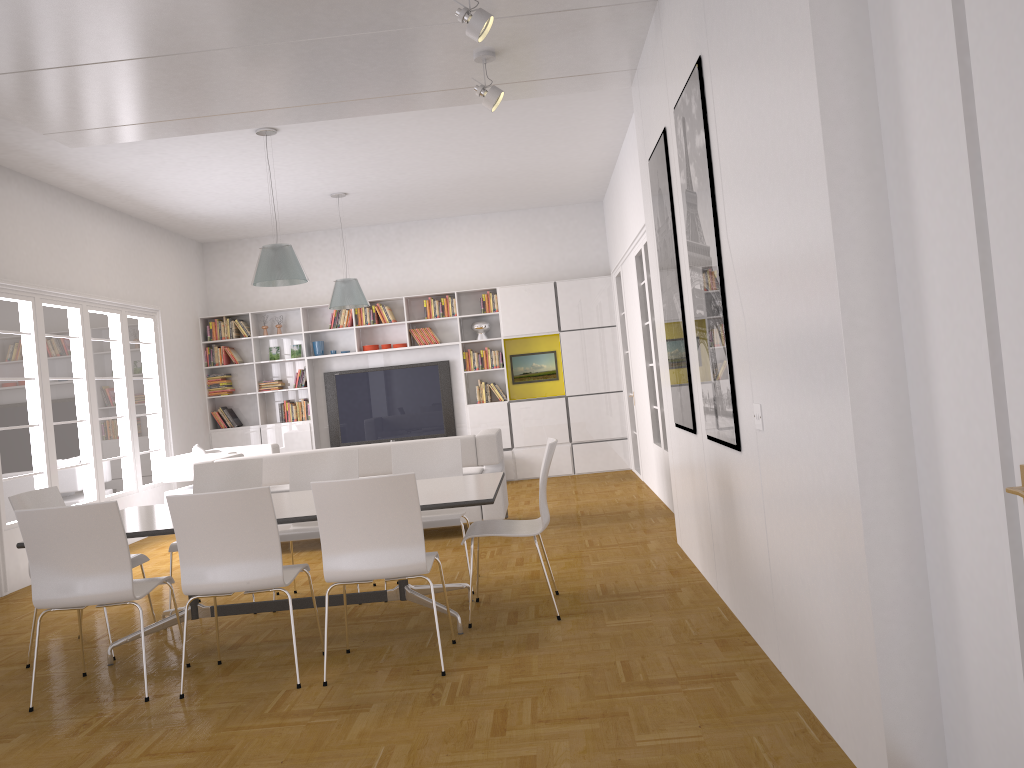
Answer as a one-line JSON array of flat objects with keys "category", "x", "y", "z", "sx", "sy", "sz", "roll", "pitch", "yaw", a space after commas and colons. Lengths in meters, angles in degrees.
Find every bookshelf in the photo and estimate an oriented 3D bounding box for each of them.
[{"category": "bookshelf", "x": -1.255, "y": 0.110, "z": 11.532, "sx": 5.364, "sy": 2.480, "sz": 0.389, "roll": -6, "pitch": -1, "yaw": 2}]

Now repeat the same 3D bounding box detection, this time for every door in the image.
[{"category": "door", "x": 1.062, "y": -0.039, "z": 1.537, "sx": 0.132, "sy": 2.454, "sz": 0.871, "roll": -6, "pitch": -1, "yaw": 2}, {"category": "door", "x": 1.397, "y": -0.131, "z": 10.523, "sx": 0.139, "sy": 2.455, "sz": 1.009, "roll": -6, "pitch": -1, "yaw": 2}]

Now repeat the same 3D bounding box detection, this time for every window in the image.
[{"category": "window", "x": -4.090, "y": 0.384, "z": 8.578, "sx": 0.195, "sy": 2.528, "sz": 3.350, "roll": -6, "pitch": 0, "yaw": 2}]

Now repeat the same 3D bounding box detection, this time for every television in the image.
[{"category": "television", "x": -1.591, "y": 0.312, "z": 11.606, "sx": 1.660, "sy": 1.088, "sz": 0.082, "roll": -6, "pitch": -1, "yaw": 2}]

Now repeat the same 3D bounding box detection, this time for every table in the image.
[{"category": "table", "x": -1.232, "y": 1.034, "z": 5.003, "sx": 2.410, "sy": 0.722, "sz": 1.211, "roll": -6, "pitch": 0, "yaw": 2}]

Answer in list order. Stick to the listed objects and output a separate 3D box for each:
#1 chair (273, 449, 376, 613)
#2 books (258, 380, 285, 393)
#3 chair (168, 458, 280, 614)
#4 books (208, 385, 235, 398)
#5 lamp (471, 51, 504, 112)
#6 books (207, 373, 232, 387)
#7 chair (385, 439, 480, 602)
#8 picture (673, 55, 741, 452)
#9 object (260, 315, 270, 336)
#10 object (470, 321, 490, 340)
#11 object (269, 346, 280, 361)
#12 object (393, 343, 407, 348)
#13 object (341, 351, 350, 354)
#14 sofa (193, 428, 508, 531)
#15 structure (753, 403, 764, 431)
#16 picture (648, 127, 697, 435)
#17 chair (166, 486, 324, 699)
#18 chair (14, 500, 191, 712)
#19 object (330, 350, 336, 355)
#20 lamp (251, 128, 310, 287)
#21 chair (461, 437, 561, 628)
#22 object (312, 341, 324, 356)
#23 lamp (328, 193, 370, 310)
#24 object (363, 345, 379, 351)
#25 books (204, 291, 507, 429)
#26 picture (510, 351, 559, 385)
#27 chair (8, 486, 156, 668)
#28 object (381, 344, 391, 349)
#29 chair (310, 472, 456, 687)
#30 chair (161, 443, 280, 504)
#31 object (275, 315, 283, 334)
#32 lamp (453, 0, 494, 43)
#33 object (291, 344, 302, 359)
[{"category": "chair", "x": -1.244, "y": 0.929, "z": 5.785, "sx": 0.561, "sy": 0.931, "sz": 0.575, "roll": -6, "pitch": 0, "yaw": 2}, {"category": "books", "x": -3.132, "y": 0.032, "z": 11.578, "sx": 0.284, "sy": 0.153, "sz": 0.207, "roll": -6, "pitch": 0, "yaw": 2}, {"category": "chair", "x": -1.901, "y": 0.994, "z": 5.807, "sx": 0.561, "sy": 0.931, "sz": 0.575, "roll": -6, "pitch": 0, "yaw": 2}, {"category": "books", "x": -3.798, "y": 0.097, "z": 11.600, "sx": 0.284, "sy": 0.153, "sz": 0.207, "roll": -6, "pitch": 0, "yaw": 2}, {"category": "lamp", "x": -0.134, "y": -1.875, "z": 5.520, "sx": 0.173, "sy": 0.364, "sz": 0.167, "roll": -6, "pitch": -1, "yaw": 45}, {"category": "books", "x": -3.828, "y": -0.050, "z": 11.603, "sx": 0.252, "sy": 0.153, "sz": 0.207, "roll": -6, "pitch": 0, "yaw": 2}, {"category": "chair", "x": -0.547, "y": 0.861, "z": 5.761, "sx": 0.561, "sy": 0.931, "sz": 0.575, "roll": -6, "pitch": 0, "yaw": 2}, {"category": "picture", "x": 0.937, "y": -0.588, "z": 4.345, "sx": 0.016, "sy": 1.781, "sz": 0.786, "roll": -6, "pitch": -1, "yaw": 2}, {"category": "object", "x": -3.206, "y": -0.763, "z": 11.606, "sx": 0.120, "sy": 0.279, "sz": 0.179, "roll": -6, "pitch": 0, "yaw": 8}, {"category": "object", "x": -0.404, "y": -0.683, "z": 11.479, "sx": 0.256, "sy": 0.239, "sz": 0.257, "roll": -6, "pitch": 0, "yaw": 10}, {"category": "object", "x": -3.129, "y": -0.397, "z": 11.683, "sx": 0.144, "sy": 0.190, "sz": 0.051, "roll": -6, "pitch": -1, "yaw": 2}, {"category": "object", "x": -1.452, "y": -0.492, "z": 11.499, "sx": 0.182, "sy": 0.054, "sz": 0.183, "roll": -6, "pitch": 0, "yaw": -2}, {"category": "object", "x": -2.164, "y": -0.410, "z": 11.530, "sx": 0.124, "sy": 0.032, "sz": 0.123, "roll": -6, "pitch": 0, "yaw": -12}, {"category": "sofa", "x": -1.378, "y": 0.956, "z": 7.929, "sx": 2.622, "sy": 0.849, "sz": 0.822, "roll": -6, "pitch": 0, "yaw": 2}, {"category": "structure", "x": 0.987, "y": 0.131, "z": 3.557, "sx": 0.013, "sy": 0.104, "sz": 0.114, "roll": -6, "pitch": 0, "yaw": 2}, {"category": "picture", "x": 0.978, "y": -0.600, "z": 5.486, "sx": 0.013, "sy": 1.781, "sz": 0.786, "roll": -6, "pitch": -1, "yaw": 2}, {"category": "chair", "x": -1.271, "y": 0.942, "z": 4.228, "sx": 0.561, "sy": 0.931, "sz": 0.575, "roll": -6, "pitch": 0, "yaw": 2}, {"category": "chair", "x": -1.969, "y": 1.011, "z": 4.251, "sx": 0.561, "sy": 0.931, "sz": 0.575, "roll": -6, "pitch": 0, "yaw": 2}, {"category": "object", "x": -2.321, "y": -0.407, "z": 11.535, "sx": 0.078, "sy": 0.056, "sz": 0.078, "roll": -6, "pitch": 0, "yaw": 27}, {"category": "lamp", "x": -1.940, "y": -1.440, "z": 7.205, "sx": 0.464, "sy": 1.250, "sz": 0.464, "roll": -6, "pitch": -1, "yaw": 1}, {"category": "chair", "x": 0.017, "y": 0.803, "z": 4.980, "sx": 0.575, "sy": 0.931, "sz": 0.561, "roll": -6, "pitch": -1, "yaw": 2}, {"category": "object", "x": -2.516, "y": -0.456, "z": 11.543, "sx": 0.147, "sy": 0.192, "sz": 0.147, "roll": -6, "pitch": 0, "yaw": -9}, {"category": "lamp", "x": -1.850, "y": -1.465, "z": 9.746, "sx": 0.464, "sy": 1.250, "sz": 0.464, "roll": -6, "pitch": -1, "yaw": 1}, {"category": "object", "x": -1.835, "y": -0.464, "z": 11.531, "sx": 0.211, "sy": 0.073, "sz": 0.211, "roll": -6, "pitch": 0, "yaw": -23}, {"category": "books", "x": -2.044, "y": -0.314, "z": 11.529, "sx": 3.862, "sy": 1.456, "sz": 0.235, "roll": -6, "pitch": -1, "yaw": 2}, {"category": "picture", "x": 0.290, "y": -0.213, "z": 11.584, "sx": 0.609, "sy": 0.388, "sz": 0.007, "roll": -6, "pitch": -1, "yaw": 2}, {"category": "chair", "x": -2.456, "y": 1.053, "z": 5.064, "sx": 0.575, "sy": 0.931, "sz": 0.561, "roll": -6, "pitch": -1, "yaw": 2}, {"category": "object", "x": -1.632, "y": -0.478, "z": 11.524, "sx": 0.128, "sy": 0.073, "sz": 0.129, "roll": -6, "pitch": 0, "yaw": -2}, {"category": "chair", "x": -0.614, "y": 0.878, "z": 4.205, "sx": 0.561, "sy": 0.931, "sz": 0.575, "roll": -6, "pitch": 0, "yaw": 2}, {"category": "chair", "x": -3.060, "y": 1.066, "z": 9.493, "sx": 0.801, "sy": 0.911, "sz": 1.096, "roll": -6, "pitch": 0, "yaw": 12}, {"category": "object", "x": -3.086, "y": -0.765, "z": 11.619, "sx": 0.179, "sy": 0.260, "sz": 0.119, "roll": -6, "pitch": -1, "yaw": 22}, {"category": "lamp", "x": -0.174, "y": -1.864, "z": 4.363, "sx": 0.173, "sy": 0.364, "sz": 0.167, "roll": -6, "pitch": -1, "yaw": 45}, {"category": "object", "x": -2.841, "y": -0.426, "z": 11.674, "sx": 0.144, "sy": 0.190, "sz": 0.051, "roll": -6, "pitch": -1, "yaw": 2}]
